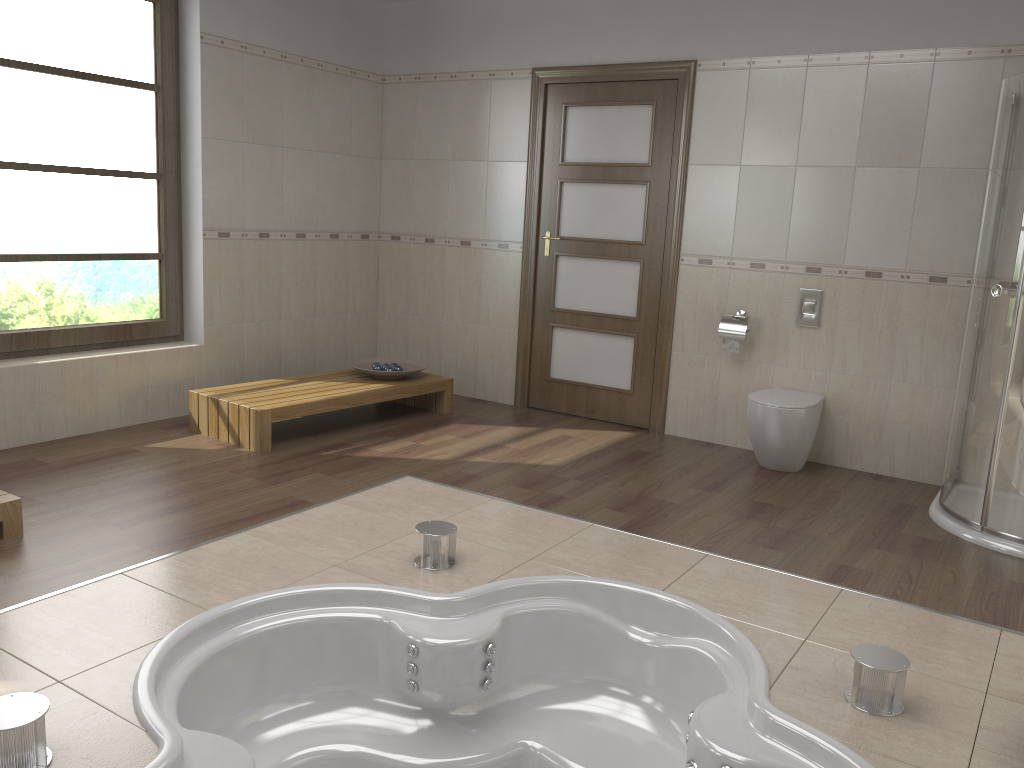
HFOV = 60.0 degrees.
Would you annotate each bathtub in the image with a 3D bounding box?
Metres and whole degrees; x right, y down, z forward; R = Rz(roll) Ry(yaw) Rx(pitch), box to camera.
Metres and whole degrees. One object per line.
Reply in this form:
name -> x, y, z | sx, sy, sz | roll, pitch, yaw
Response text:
bathtub -> -0.073, 1.159, 2.233 | 1.751, 0.674, 1.754 | 1, 11, -12

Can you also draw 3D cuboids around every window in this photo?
window -> -2.231, -1.157, 4.555 | 0.117, 1.934, 1.188 | 10, 13, 32

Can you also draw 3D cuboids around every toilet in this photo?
toilet -> 1.420, 0.256, 4.660 | 0.337, 0.388, 0.519 | 10, 13, 32

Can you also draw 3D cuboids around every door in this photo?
door -> 0.526, -0.785, 5.420 | 0.861, 2.026, 0.102 | 9, 12, 29

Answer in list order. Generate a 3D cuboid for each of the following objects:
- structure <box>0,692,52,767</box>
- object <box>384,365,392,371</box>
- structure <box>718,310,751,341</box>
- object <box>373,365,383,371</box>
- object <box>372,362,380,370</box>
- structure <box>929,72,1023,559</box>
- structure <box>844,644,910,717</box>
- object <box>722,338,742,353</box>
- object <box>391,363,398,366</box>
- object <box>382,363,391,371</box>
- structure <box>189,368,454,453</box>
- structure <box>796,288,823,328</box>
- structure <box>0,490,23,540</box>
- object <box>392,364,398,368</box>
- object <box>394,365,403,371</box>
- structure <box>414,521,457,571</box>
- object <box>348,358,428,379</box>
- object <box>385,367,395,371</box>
structure -> -1.089, 0.772, 1.934 | 0.150, 0.131, 0.150 | 11, 13, 36
object -> -0.760, -0.085, 5.459 | 0.060, 0.060, 0.060 | 10, 13, 31
structure -> 1.246, -0.327, 4.900 | 0.170, 0.151, 0.154 | 10, 13, 32
object -> -0.822, -0.090, 5.454 | 0.060, 0.060, 0.060 | 10, 13, 31
object -> -0.843, -0.104, 5.512 | 0.060, 0.060, 0.060 | 10, 13, 31
structure -> 2.374, -0.294, 3.715 | 0.900, 1.917, 0.900 | 10, 13, 32
structure -> 0.983, 0.796, 2.388 | 0.150, 0.131, 0.150 | 7, 12, 22
object -> 1.224, -0.254, 4.898 | 0.098, 0.151, 0.090 | 10, 13, 32
object -> -0.737, -0.104, 5.564 | 0.060, 0.060, 0.060 | 10, 13, 31
object -> -0.781, -0.099, 5.521 | 0.060, 0.060, 0.060 | 10, 13, 31
structure -> -1.058, 0.107, 5.183 | 0.620, 0.220, 1.450 | 11, 14, 37
structure -> 1.592, -0.407, 4.748 | 0.120, 0.200, 0.010 | 10, 13, 32
structure -> -2.390, 0.520, 2.864 | 0.620, 0.140, 1.280 | 10, 13, 32
object -> -0.720, -0.092, 5.505 | 0.060, 0.060, 0.060 | 10, 13, 31
object -> -0.698, -0.084, 5.447 | 0.060, 0.060, 0.060 | 10, 13, 31
structure -> -0.274, 0.577, 3.178 | 0.150, 0.131, 0.150 | 3, 11, -2
object -> -0.764, -0.085, 5.483 | 0.487, 0.076, 0.487 | 1, 11, -11
object -> -0.741, -0.075, 5.402 | 0.060, 0.060, 0.060 | 10, 13, 31
